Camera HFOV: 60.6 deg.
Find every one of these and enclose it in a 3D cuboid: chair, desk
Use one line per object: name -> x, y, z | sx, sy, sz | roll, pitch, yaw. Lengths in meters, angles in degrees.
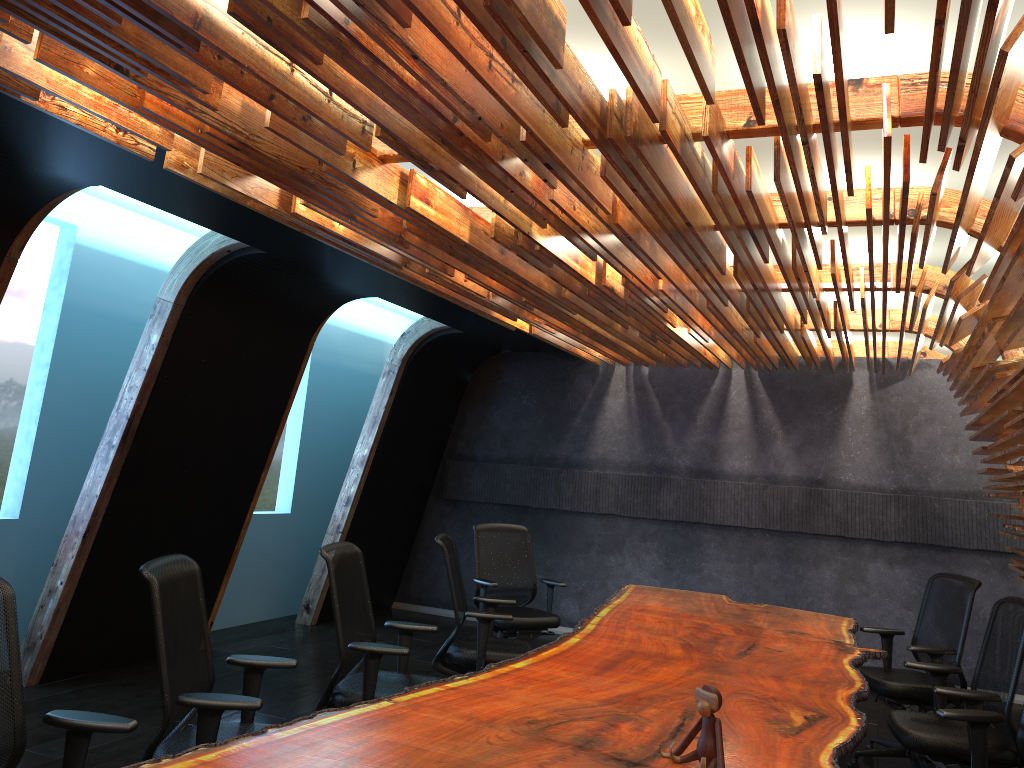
chair -> -0.607, 1.481, 4.457 | 0.797, 1.268, 0.793 | 3, -11, 7
chair -> -1.063, 1.337, 3.376 | 0.796, 1.268, 0.794 | 5, -11, -2
chair -> -1.388, 1.214, 2.410 | 0.797, 1.268, 0.793 | 3, -11, 7
chair -> 0.051, 1.795, 7.076 | 0.807, 1.268, 0.783 | 12, -13, -32
chair -> -0.142, 1.639, 5.664 | 0.797, 1.268, 0.793 | 4, -11, 2
chair -> 2.238, 1.709, 4.479 | 0.797, 1.268, 0.793 | 2, -12, 13
chair -> 2.558, 1.854, 5.682 | 0.796, 1.268, 0.794 | 5, -11, -2
desk -> 0.650, 1.745, 4.033 | 2.036, 0.835, 6.517 | 2, -7, 23
chair -> 2.014, 1.585, 3.420 | 0.795, 1.268, 0.795 | 6, -11, -7

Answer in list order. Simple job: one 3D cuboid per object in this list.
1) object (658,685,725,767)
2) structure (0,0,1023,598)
object -> 0.593, 1.070, 2.731 | 0.127, 0.251, 0.302 | 10, -10, -24
structure -> 0.727, 0.464, 3.819 | 4.528, 3.059, 11.227 | 1, -7, 23
